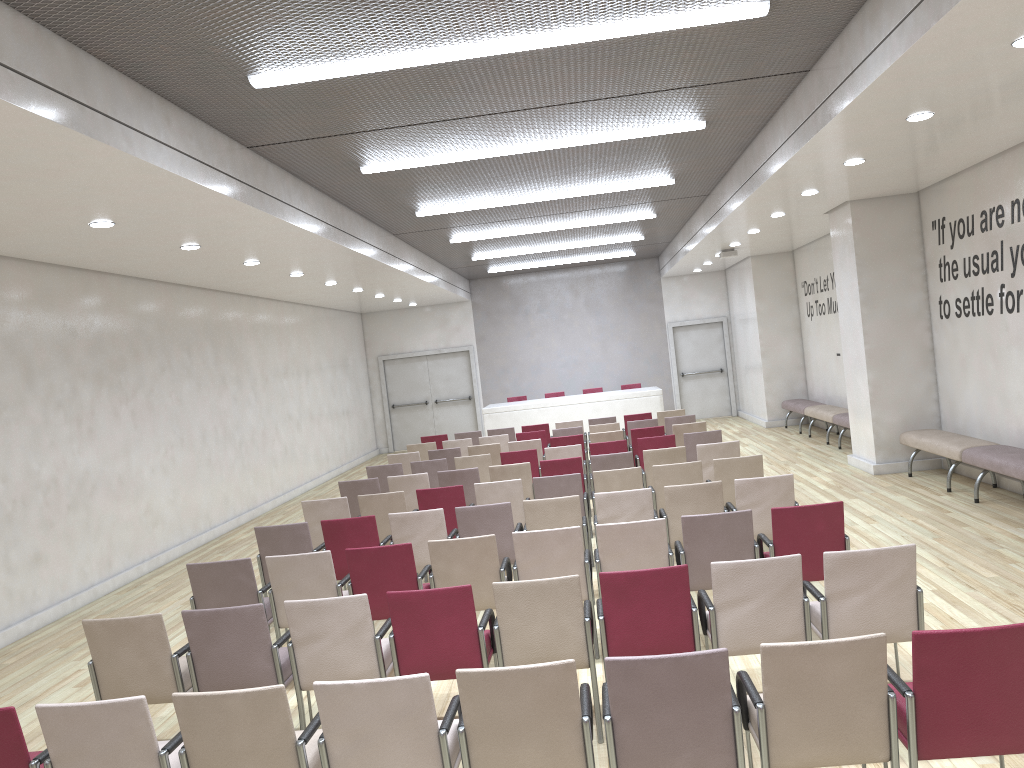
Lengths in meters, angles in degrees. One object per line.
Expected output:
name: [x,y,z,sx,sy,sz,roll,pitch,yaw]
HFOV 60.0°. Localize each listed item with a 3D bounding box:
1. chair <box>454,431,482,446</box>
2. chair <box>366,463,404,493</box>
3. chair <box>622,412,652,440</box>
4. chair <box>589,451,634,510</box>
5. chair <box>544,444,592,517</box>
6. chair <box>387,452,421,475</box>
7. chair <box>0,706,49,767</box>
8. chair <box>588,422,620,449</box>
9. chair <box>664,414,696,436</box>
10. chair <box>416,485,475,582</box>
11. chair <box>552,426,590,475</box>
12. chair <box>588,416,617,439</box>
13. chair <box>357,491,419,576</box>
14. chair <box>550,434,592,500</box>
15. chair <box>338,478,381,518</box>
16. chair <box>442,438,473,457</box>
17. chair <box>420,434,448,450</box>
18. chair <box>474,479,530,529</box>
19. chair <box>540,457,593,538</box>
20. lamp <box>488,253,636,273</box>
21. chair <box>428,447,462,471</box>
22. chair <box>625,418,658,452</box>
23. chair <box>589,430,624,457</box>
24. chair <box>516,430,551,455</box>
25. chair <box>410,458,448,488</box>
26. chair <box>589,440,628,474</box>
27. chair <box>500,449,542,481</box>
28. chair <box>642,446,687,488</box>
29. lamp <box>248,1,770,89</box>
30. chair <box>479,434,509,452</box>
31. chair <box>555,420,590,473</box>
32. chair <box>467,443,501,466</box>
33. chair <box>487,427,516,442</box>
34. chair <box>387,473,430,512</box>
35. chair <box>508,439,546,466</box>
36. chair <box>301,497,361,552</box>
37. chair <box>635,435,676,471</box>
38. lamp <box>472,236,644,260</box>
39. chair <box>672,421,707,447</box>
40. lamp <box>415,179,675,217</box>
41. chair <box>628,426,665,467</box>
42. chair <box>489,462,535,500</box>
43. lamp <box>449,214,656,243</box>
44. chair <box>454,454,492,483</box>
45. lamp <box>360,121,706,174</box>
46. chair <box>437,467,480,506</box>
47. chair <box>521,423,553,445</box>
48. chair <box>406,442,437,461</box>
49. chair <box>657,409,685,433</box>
chair: [-0.647,1.210,14.736,0.513,0.890,0.640,-6,2,5]
chair: [-1.494,1.415,11.116,0.513,0.890,0.640,-6,2,4]
chair: [2.081,0.908,14.501,0.513,0.890,0.640,-6,2,4]
chair: [1.120,1.164,9.658,0.513,0.890,0.640,-6,2,5]
chair: [0.681,1.175,10.926,0.513,0.890,0.640,-6,2,5]
chair: [-1.401,1.368,12.329,0.513,0.890,0.640,-6,2,6]
chair: [-2.082,1.705,3.758,0.513,0.890,0.640,-6,2,4]
chair: [1.426,1.017,13.334,0.513,0.890,0.640,-6,2,4]
chair: [2.522,0.897,13.224,0.513,0.890,0.640,-6,2,5]
chair: [-0.606,1.392,8.563,0.513,0.890,0.640,-6,2,5]
chair: [0.888,1.077,13.368,0.513,0.890,0.640,-6,2,5]
chair: [1.522,0.970,14.547,0.513,0.890,0.640,-6,2,6]
chair: [-1.158,1.453,8.613,0.513,0.890,0.640,-6,2,5]
chair: [0.793,1.125,12.141,0.513,0.890,0.640,-6,2,4]
chair: [-1.588,1.463,9.892,0.513,0.890,0.640,-6,2,6]
chair: [-0.749,1.258,13.509,0.513,0.890,0.640,-6,2,5]
chair: [-1.203,1.271,14.783,0.513,0.890,0.640,-6,2,5]
chair: [-0.065,1.332,8.529,0.513,0.890,0.640,-6,2,4]
chair: [0.585,1.223,9.709,0.513,0.890,0.640,-6,2,4]
lamp: [1.100,-2.700,19.816,3.304,0.045,0.198,-6,2,5]
chair: [-0.850,1.307,12.284,0.513,0.890,0.640,-6,2,4]
chair: [1.978,0.957,13.273,0.513,0.890,0.640,-6,2,5]
chair: [1.325,1.066,12.106,0.513,0.890,0.640,-6,2,4]
chair: [0.347,1.137,13.430,0.513,0.890,0.640,-6,2,5]
chair: [-0.945,1.355,11.063,0.513,0.890,0.640,-6,2,5]
chair: [1.219,1.116,10.871,0.513,0.890,0.640,-6,2,5]
chair: [0.145,1.234,10.980,0.513,0.890,0.640,-6,2,4]
chair: [1.665,1.103,9.603,0.513,0.890,0.640,-6,2,4]
lamp: [-0.052,-2.140,5.650,3.304,0.045,0.198,-6,2,5]
chair: [-0.208,1.198,13.475,0.513,0.890,0.640,-6,2,4]
chair: [0.993,1.028,14.602,0.513,0.890,0.640,-6,2,5]
chair: [-0.312,1.247,12.249,0.513,0.890,0.640,-6,2,4]
chair: [-0.109,1.150,14.702,0.513,0.890,0.640,-6,2,6]
chair: [-1.049,1.404,9.831,0.513,0.890,0.640,-6,2,5]
chair: [0.242,1.186,12.189,0.513,0.890,0.640,-6,2,5]
chair: [-1.697,1.513,8.660,0.513,0.890,0.640,-6,2,5]
chair: [1.783,1.053,10.832,0.513,0.890,0.640,-6,2,5]
lamp: [0.869,-2.587,16.976,3.304,0.045,0.198,-6,2,5]
chair: [2.409,0.946,12.012,0.513,0.890,0.640,-6,2,4]
lamp: [0.409,-2.363,11.311,3.304,0.045,0.198,-6,2,5]
chair: [1.866,1.006,12.061,0.513,0.890,0.640,-6,2,5]
chair: [0.045,1.283,9.736,0.513,0.890,0.640,-6,2,5]
lamp: [0.642,-2.477,14.181,3.304,0.045,0.198,-6,2,5]
chair: [-0.408,1.295,11.018,0.513,0.890,0.640,-6,2,5]
lamp: [0.180,-2.252,8.502,3.304,0.045,0.198,-6,2,5]
chair: [-0.505,1.344,9.786,0.513,0.890,0.640,-6,2,6]
chair: [0.441,1.089,14.646,0.513,0.890,0.640,-6,2,4]
chair: [-1.292,1.318,13.567,0.513,0.890,0.640,-6,2,4]
chair: [2.609,0.850,14.451,0.513,0.890,0.640,-6,2,5]
